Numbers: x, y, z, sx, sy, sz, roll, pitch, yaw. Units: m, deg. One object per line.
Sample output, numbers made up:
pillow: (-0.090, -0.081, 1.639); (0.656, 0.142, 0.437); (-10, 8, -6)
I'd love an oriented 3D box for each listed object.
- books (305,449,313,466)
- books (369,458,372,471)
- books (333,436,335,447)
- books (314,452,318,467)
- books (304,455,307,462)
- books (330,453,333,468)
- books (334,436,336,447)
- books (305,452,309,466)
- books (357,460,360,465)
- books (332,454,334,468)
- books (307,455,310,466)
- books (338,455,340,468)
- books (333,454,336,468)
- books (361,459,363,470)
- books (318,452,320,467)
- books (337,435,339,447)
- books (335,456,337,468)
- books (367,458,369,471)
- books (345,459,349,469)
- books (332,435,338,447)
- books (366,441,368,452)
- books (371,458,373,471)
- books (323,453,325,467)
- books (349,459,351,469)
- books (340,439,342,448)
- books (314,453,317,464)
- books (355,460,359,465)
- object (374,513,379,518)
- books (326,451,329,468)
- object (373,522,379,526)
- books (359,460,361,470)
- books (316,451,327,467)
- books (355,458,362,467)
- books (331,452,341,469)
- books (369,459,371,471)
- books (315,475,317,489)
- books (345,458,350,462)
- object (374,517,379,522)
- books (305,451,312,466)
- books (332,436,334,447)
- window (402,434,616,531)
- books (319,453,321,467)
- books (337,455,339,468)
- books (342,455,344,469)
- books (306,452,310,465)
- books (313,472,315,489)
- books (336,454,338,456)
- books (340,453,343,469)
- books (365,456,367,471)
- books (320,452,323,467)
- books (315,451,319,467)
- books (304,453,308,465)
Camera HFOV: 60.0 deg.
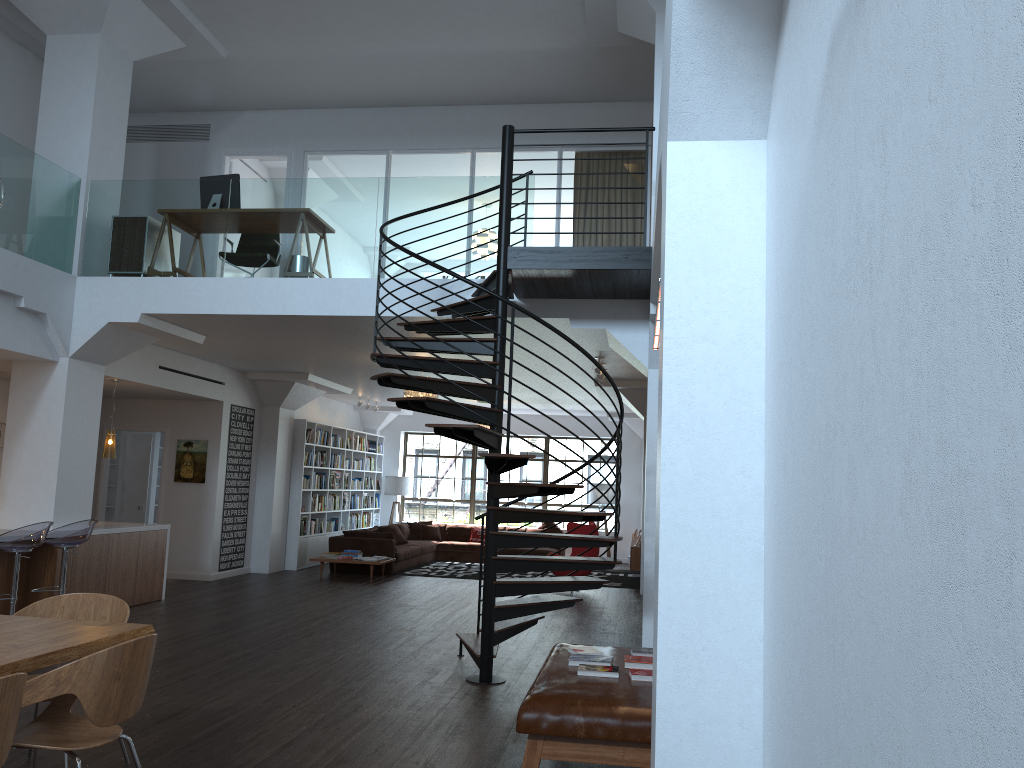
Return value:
books: (-3.396, 1.220, 14.725); (0.176, 0.290, 0.053); (1, -7, 8)
books: (-2.941, 1.635, 17.988); (0.183, 0.253, 0.034); (1, -7, 8)
books: (-3.238, 1.025, 15.834); (0.146, 0.202, 0.027); (1, -7, 8)
books: (-3.381, 1.270, 14.993); (0.183, 0.253, 0.042); (1, -7, 8)
books: (-3.446, 1.238, 14.424); (0.161, 0.182, 0.170); (1, -7, 8)
books: (-3.268, 1.352, 15.666); (0.182, 0.253, 0.034); (1, -7, 8)
books: (-3.231, 1.035, 15.915); (0.146, 0.202, 0.027); (1, -7, 8)
books: (-3.431, 1.226, 14.533); (0.152, 0.232, 0.104); (1, -7, 8)
books: (-3.044, 1.581, 17.326); (0.127, 0.200, 0.020); (1, -7, 8)
books: (-3.262, 1.367, 15.738); (0.174, 0.239, 0.045); (1, -7, 8)
books: (-3.429, 1.231, 14.609); (0.172, 0.239, 0.093); (1, -7, 8)
books: (-3.216, 1.409, 16.082); (0.174, 0.239, 0.045); (1, -7, 8)
books: (-3.249, 1.373, 15.838); (0.182, 0.253, 0.034); (1, -7, 8)
books: (-3.025, 1.587, 17.488); (0.158, 0.226, 0.052); (1, -7, 8)
books: (-3.366, 1.286, 15.118); (0.160, 0.251, 0.039); (1, -7, 8)
books: (-3.221, 1.038, 16.050); (0.158, 0.226, 0.052); (1, -7, 8)
books: (-3.235, 1.400, 15.938); (0.161, 0.223, 0.026); (1, -7, 8)
books: (-2.973, 1.612, 17.798); (0.183, 0.253, 0.034); (1, -7, 8)
books: (-3.133, 1.505, 16.659); (0.139, 0.191, 0.036); (1, -7, 8)
books: (-3.223, 1.030, 16.001); (0.140, 0.231, 0.042); (1, -7, 8)
books: (-2.972, 1.245, 17.743); (0.161, 0.223, 0.032); (1, -7, 8)
books: (-2.937, 1.642, 18.071); (0.180, 0.259, 0.060); (1, -7, 8)
books: (-3.326, 1.319, 15.337); (0.174, 0.240, 0.054); (1, -7, 8)
books: (-3.121, 1.507, 16.717); (0.146, 0.202, 0.027); (1, -7, 8)
books: (-3.186, 1.085, 16.226); (0.128, 0.178, 0.022); (1, -7, 8)
books: (-3.394, 1.268, 14.904); (0.174, 0.236, 0.142); (1, -7, 9)
books: (-3.056, 1.580, 17.258); (0.134, 0.184, 0.030); (1, -7, 8)
object: (-2.965, 2.725, 18.405); (0.316, 0.088, 0.410); (1, -7, 8)
books: (-3.303, 1.314, 15.504); (0.176, 0.291, 0.053); (1, -7, 8)
object: (-2.965, 2.900, 18.384); (0.331, 0.088, 0.410); (1, -7, 8)
books: (-3.039, 1.586, 17.358); (0.136, 0.196, 0.045); (1, -7, 8)
books: (-3.327, 1.310, 15.455); (0.198, 0.284, 0.049); (1, -7, 8)
books: (-3.028, 1.579, 17.441); (0.140, 0.231, 0.042); (1, -7, 8)
books: (-3.210, 1.393, 16.161); (0.176, 0.290, 0.053); (1, -7, 8)
books: (-2.957, 1.637, 17.951); (0.174, 0.240, 0.045); (1, -7, 8)
books: (-3.384, 1.653, 14.954); (0.174, 0.239, 0.045); (1, -7, 8)
books: (-3.133, 1.503, 16.692); (0.146, 0.202, 0.027); (1, -7, 8)
object: (-2.961, 2.813, 18.394); (0.331, 0.088, 0.410); (1, -7, 8)
books: (-3.417, 1.234, 14.647); (0.174, 0.242, 0.105); (1, -7, 8)
books: (-3.250, 1.023, 15.775); (0.139, 0.191, 0.036); (1, -7, 8)
window: (-0.060, 2.082, 19.009); (4.648, 1.905, 0.114); (1, -7, 8)
books: (-3.358, 1.293, 15.156); (0.171, 0.246, 0.039); (1, -7, 8)
books: (-3.226, 1.400, 16.033); (0.170, 0.245, 0.057); (1, -7, 8)
books: (-3.182, 1.429, 16.289); (0.159, 0.250, 0.026); (1, -7, 8)
books: (-3.424, 1.228, 14.565); (0.172, 0.235, 0.112); (1, -7, 8)
books: (-3.400, 1.618, 14.883); (0.176, 0.290, 0.053); (1, -7, 8)
books: (-3.233, 1.393, 15.992); (0.159, 0.250, 0.026); (1, -7, 8)
books: (-3.206, 1.403, 16.221); (0.197, 0.283, 0.065); (1, -7, 8)
books: (-3.003, 1.578, 17.650); (0.198, 0.284, 0.066); (1, -7, 8)
books: (-3.351, 1.298, 15.229); (0.183, 0.253, 0.042); (1, -7, 8)
books: (-3.374, 1.277, 15.079); (0.180, 0.259, 0.042); (1, -7, 8)
books: (-3.440, 1.229, 14.504); (0.161, 0.218, 0.101); (1, -7, 8)
